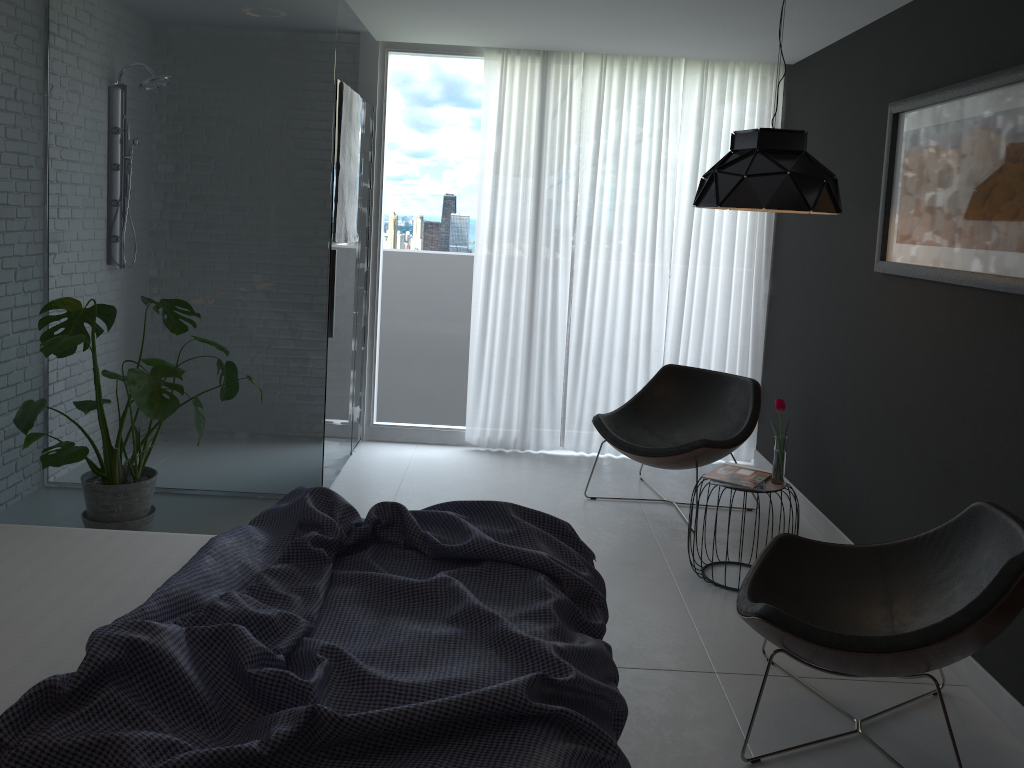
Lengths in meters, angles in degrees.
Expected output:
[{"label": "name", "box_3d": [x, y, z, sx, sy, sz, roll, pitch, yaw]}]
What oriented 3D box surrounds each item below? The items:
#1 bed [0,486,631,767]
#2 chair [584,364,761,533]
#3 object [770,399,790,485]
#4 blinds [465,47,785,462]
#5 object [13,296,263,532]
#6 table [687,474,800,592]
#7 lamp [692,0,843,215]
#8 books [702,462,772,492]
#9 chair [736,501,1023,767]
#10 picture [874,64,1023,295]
[{"label": "bed", "box_3d": [-0.992, 0.031, 2.023, 2.607, 2.024, 2.587, 3, 9, 0]}, {"label": "chair", "box_3d": [0.882, 0.298, 4.725, 0.795, 0.685, 0.817, 11, 12, 41]}, {"label": "object", "box_3d": [1.114, 0.242, 3.684, 0.066, 0.352, 0.077, 7, 7, 31]}, {"label": "blinds", "box_3d": [0.695, -0.878, 5.475, 1.852, 2.674, 0.138, 3, 6, 0]}, {"label": "object", "box_3d": [-1.606, 0.147, 3.852, 0.853, 1.039, 0.998, 6, 9, 18]}, {"label": "table", "box_3d": [0.984, 0.617, 3.769, 0.450, 0.431, 0.456, 0, 9, -23]}, {"label": "lamp", "box_3d": [1.070, -1.155, 3.580, 0.584, 0.895, 0.613, 6, 8, 17]}, {"label": "books", "box_3d": [-2.694, 0.641, 2.338, 8.234, 0.369, 0.410, -1, 10, -21]}, {"label": "chair", "box_3d": [1.090, 0.710, 2.641, 0.816, 0.685, 0.796, 7, 9, 20]}, {"label": "picture", "box_3d": [1.616, -0.663, 2.864, 0.041, 0.715, 1.972, 3, 10, -1]}]
